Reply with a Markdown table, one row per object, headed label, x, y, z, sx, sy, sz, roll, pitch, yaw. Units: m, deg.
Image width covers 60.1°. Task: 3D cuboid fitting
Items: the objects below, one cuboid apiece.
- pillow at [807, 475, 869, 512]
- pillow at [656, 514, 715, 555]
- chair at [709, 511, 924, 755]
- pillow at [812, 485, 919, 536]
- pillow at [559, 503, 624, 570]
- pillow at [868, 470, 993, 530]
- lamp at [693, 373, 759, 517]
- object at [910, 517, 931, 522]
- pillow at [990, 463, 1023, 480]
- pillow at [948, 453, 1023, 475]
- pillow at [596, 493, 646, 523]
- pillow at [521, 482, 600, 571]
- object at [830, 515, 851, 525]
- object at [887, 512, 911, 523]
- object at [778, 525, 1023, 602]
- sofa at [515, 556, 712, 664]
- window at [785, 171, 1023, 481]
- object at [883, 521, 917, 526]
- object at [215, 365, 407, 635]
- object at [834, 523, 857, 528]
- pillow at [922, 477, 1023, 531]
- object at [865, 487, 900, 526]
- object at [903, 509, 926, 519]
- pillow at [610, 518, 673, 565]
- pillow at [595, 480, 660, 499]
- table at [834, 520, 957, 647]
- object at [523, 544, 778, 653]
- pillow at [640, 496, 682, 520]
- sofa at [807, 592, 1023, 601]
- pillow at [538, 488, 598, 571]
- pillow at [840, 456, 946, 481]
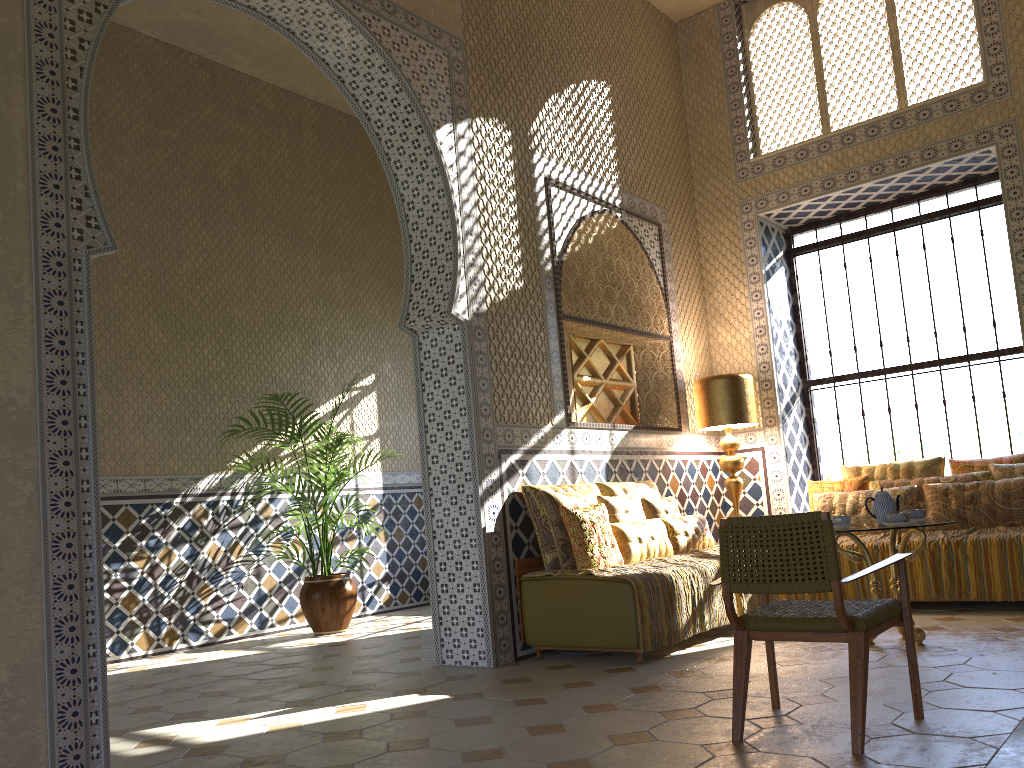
| label | x | y | z | sx | sy | sz | roll | pitch | yaw |
| --- | --- | --- | --- | --- | --- | --- | --- | --- | --- |
| pillow | 3.848 | 1.455 | 10.458 | 0.744 | 0.689 | 0.341 | -10 | -8 | 39 |
| pillow | 1.859 | 1.622 | 9.415 | 0.272 | 0.448 | 0.984 | -10 | -9 | 38 |
| chair | 1.681 | 1.321 | 5.004 | 0.955 | 1.203 | 0.908 | -10 | -8 | 38 |
| pillow | 3.986 | 1.468 | 10.040 | 1.197 | 0.543 | 0.329 | -11 | -9 | 38 |
| pillow | 0.747 | 1.416 | 8.083 | 0.346 | 0.648 | 0.686 | -9 | -8 | 37 |
| pillow | 4.620 | 1.325 | 9.815 | 1.348 | 0.612 | 0.371 | -11 | -9 | 38 |
| lamp | 2.737 | 1.309 | 10.885 | 0.737 | 2.799 | 0.740 | -5 | -6 | 7 |
| object | 3.479 | 1.174 | 7.641 | 0.256 | 0.032 | 0.257 | -7 | -9 | 17 |
| pillow | 5.405 | 1.139 | 9.216 | 0.744 | 0.689 | 0.341 | -10 | -8 | 39 |
| pillow | 5.256 | 1.175 | 9.690 | 0.859 | 0.796 | 0.394 | -10 | -8 | 39 |
| pillow | 1.153 | 1.444 | 8.895 | 0.342 | 0.689 | 0.742 | -10 | -9 | 38 |
| pillow | 0.606 | 1.379 | 8.668 | 0.424 | 0.827 | 1.194 | -10 | -9 | 38 |
| object | 2.854 | 1.195 | 7.689 | 0.184 | 0.100 | 0.184 | -8 | -8 | 19 |
| object | 3.117 | 1.088 | 7.119 | 0.184 | 0.100 | 0.184 | -10 | -9 | 34 |
| object | 4.400 | 1.930 | 9.580 | 2.899 | 0.714 | 1.316 | -11 | -10 | 38 |
| sofa | 1.434 | 2.065 | 8.778 | 1.279 | 0.932 | 2.854 | -11 | -10 | 38 |
| window | 2.689 | 0.021 | 12.818 | 8.520 | 3.968 | 0.575 | -10 | -8 | 34 |
| object | 3.119 | 1.125 | 7.116 | 0.257 | 0.032 | 0.256 | -11 | -10 | 34 |
| object | -2.635 | 1.501 | 11.625 | 2.268 | 3.533 | 2.756 | -10 | -9 | 41 |
| object | 2.857 | 1.233 | 7.686 | 0.256 | 0.032 | 0.257 | -7 | -9 | 17 |
| pillow | 4.937 | 1.275 | 9.282 | 1.197 | 0.543 | 0.329 | -11 | -9 | 38 |
| object | 3.148 | 1.035 | 7.507 | 0.273 | 0.322 | 0.199 | -8 | -7 | 27 |
| object | 3.476 | 1.137 | 7.644 | 0.184 | 0.100 | 0.183 | -9 | -9 | 27 |
| pillow | 1.273 | 1.561 | 8.684 | 0.272 | 0.448 | 0.984 | -10 | -9 | 38 |
| pillow | 1.354 | 1.457 | 9.602 | 0.424 | 0.827 | 1.194 | -10 | -9 | 38 |
| table | 3.174 | 1.675 | 7.417 | 1.099 | 0.975 | 1.108 | -2 | -8 | -22 |
| object | 1.474 | 2.045 | 8.731 | 1.320 | 0.714 | 2.891 | -11 | -10 | 38 |
| pillow | 1.658 | 1.526 | 9.519 | 0.315 | 0.634 | 0.682 | -10 | -9 | 38 |
| sofa | 4.471 | 1.936 | 9.603 | 2.863 | 0.932 | 1.275 | -11 | -10 | 38 |
| pillow | 0.626 | 1.374 | 8.366 | 0.385 | 0.776 | 0.835 | -10 | -9 | 38 |
| pillow | 4.413 | 1.306 | 10.289 | 1.198 | 0.828 | 0.423 | -11 | -8 | 38 |
